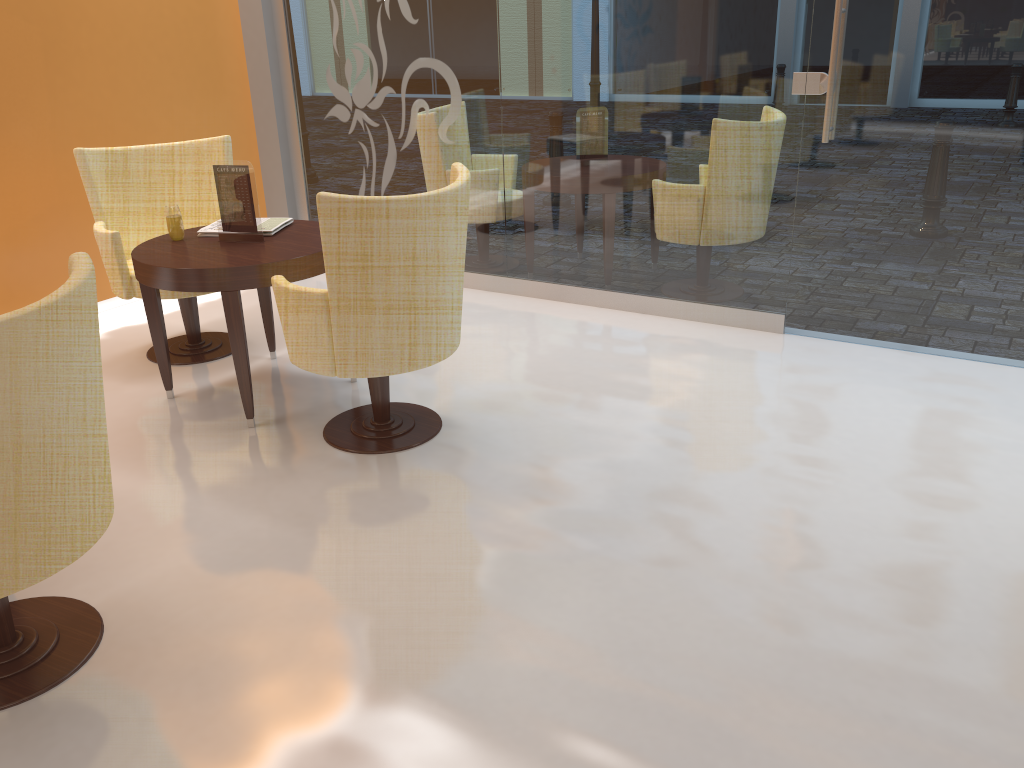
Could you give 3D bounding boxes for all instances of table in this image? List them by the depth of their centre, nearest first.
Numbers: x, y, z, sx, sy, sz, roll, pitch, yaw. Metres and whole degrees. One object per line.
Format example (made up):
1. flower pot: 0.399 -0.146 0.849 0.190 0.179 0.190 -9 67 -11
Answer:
1. table: -1.132 -0.290 3.879 0.874 0.679 0.872 -6 23 -11

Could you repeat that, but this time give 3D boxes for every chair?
1. chair: -1.311 0.249 2.143 0.685 1.017 0.729 10 25 27
2. chair: -0.500 -0.282 3.365 0.685 1.017 0.729 13 27 32
3. chair: -1.663 -0.667 4.393 0.729 1.017 0.685 -12 25 -24

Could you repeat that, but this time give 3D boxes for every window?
1. window: 2.024 -1.732 3.420 8.200 3.380 0.040 12 26 29

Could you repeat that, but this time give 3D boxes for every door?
1. door: 2.039 -1.271 3.610 1.640 2.499 0.020 12 26 29

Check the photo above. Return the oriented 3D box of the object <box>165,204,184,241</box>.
1. object: -1.439 -0.688 3.785 0.067 0.148 0.067 -16 26 -31

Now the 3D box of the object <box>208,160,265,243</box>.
1. object: -1.148 -0.758 3.686 0.209 0.335 0.042 4 23 14

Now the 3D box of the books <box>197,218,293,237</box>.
1. books: -1.183 -0.701 3.954 0.339 0.028 0.273 1 23 7
